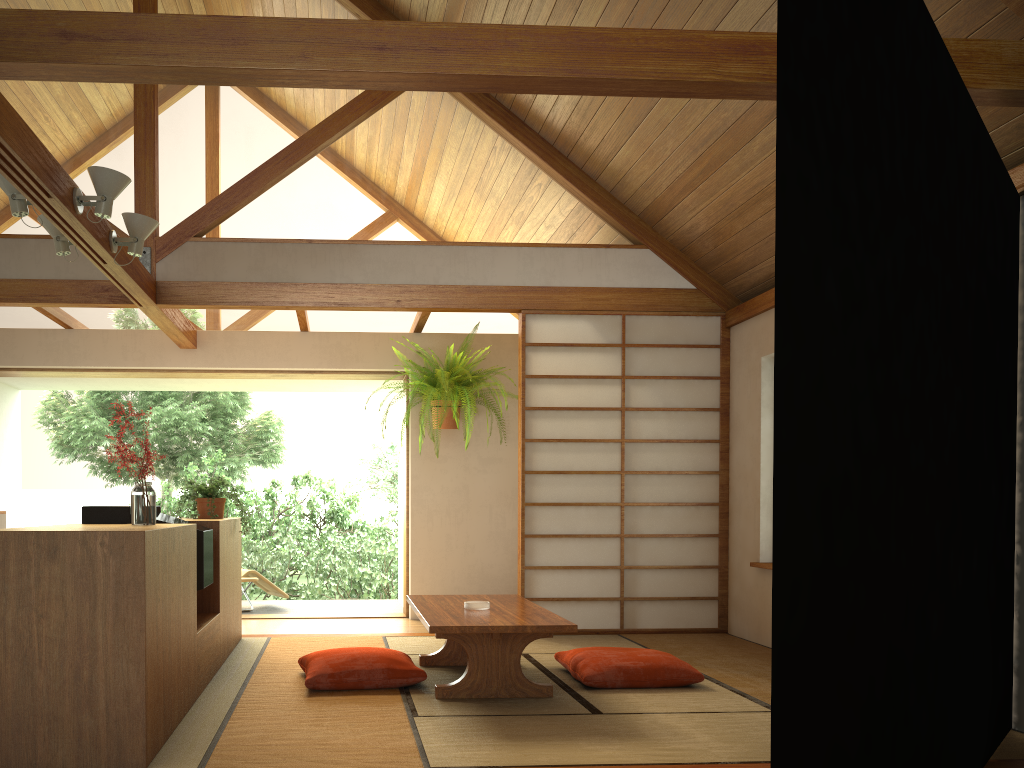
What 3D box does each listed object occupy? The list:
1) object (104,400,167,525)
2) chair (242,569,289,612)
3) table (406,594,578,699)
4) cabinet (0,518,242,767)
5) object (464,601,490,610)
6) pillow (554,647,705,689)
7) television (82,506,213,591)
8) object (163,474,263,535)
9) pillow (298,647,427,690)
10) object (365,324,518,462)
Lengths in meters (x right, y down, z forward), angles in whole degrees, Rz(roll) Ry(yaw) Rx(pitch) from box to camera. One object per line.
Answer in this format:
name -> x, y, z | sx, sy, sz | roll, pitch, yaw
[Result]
object -> -1.486, 0.302, 3.412 | 0.238, 0.499, 0.226 | 0, 0, -1
chair -> -2.594, 1.648, 7.596 | 1.167, 0.626, 0.853 | 4, -6, -31
table -> -0.151, 1.218, 4.105 | 0.592, 0.334, 1.231 | 1, -7, -10
cabinet -> -1.668, 1.002, 4.011 | 0.547, 0.733, 2.714 | 0, -7, -11
object -> -0.162, 1.031, 4.080 | 0.112, 0.030, 0.127 | 5, -9, -33
pillow -> 0.530, 1.332, 4.156 | 0.549, 0.131, 0.575 | 1, -7, -8
television -> -1.637, 0.828, 4.010 | 0.484, 0.538, 0.654 | 0, -4, -8
object -> -1.777, 0.702, 5.041 | 0.531, 0.375, 0.538 | -4, -7, 43
pillow -> -0.711, 1.315, 4.098 | 0.542, 0.148, 0.582 | 2, -7, -13
object -> -0.462, 0.095, 6.698 | 1.242, 1.127, 1.090 | 1, -3, -13
